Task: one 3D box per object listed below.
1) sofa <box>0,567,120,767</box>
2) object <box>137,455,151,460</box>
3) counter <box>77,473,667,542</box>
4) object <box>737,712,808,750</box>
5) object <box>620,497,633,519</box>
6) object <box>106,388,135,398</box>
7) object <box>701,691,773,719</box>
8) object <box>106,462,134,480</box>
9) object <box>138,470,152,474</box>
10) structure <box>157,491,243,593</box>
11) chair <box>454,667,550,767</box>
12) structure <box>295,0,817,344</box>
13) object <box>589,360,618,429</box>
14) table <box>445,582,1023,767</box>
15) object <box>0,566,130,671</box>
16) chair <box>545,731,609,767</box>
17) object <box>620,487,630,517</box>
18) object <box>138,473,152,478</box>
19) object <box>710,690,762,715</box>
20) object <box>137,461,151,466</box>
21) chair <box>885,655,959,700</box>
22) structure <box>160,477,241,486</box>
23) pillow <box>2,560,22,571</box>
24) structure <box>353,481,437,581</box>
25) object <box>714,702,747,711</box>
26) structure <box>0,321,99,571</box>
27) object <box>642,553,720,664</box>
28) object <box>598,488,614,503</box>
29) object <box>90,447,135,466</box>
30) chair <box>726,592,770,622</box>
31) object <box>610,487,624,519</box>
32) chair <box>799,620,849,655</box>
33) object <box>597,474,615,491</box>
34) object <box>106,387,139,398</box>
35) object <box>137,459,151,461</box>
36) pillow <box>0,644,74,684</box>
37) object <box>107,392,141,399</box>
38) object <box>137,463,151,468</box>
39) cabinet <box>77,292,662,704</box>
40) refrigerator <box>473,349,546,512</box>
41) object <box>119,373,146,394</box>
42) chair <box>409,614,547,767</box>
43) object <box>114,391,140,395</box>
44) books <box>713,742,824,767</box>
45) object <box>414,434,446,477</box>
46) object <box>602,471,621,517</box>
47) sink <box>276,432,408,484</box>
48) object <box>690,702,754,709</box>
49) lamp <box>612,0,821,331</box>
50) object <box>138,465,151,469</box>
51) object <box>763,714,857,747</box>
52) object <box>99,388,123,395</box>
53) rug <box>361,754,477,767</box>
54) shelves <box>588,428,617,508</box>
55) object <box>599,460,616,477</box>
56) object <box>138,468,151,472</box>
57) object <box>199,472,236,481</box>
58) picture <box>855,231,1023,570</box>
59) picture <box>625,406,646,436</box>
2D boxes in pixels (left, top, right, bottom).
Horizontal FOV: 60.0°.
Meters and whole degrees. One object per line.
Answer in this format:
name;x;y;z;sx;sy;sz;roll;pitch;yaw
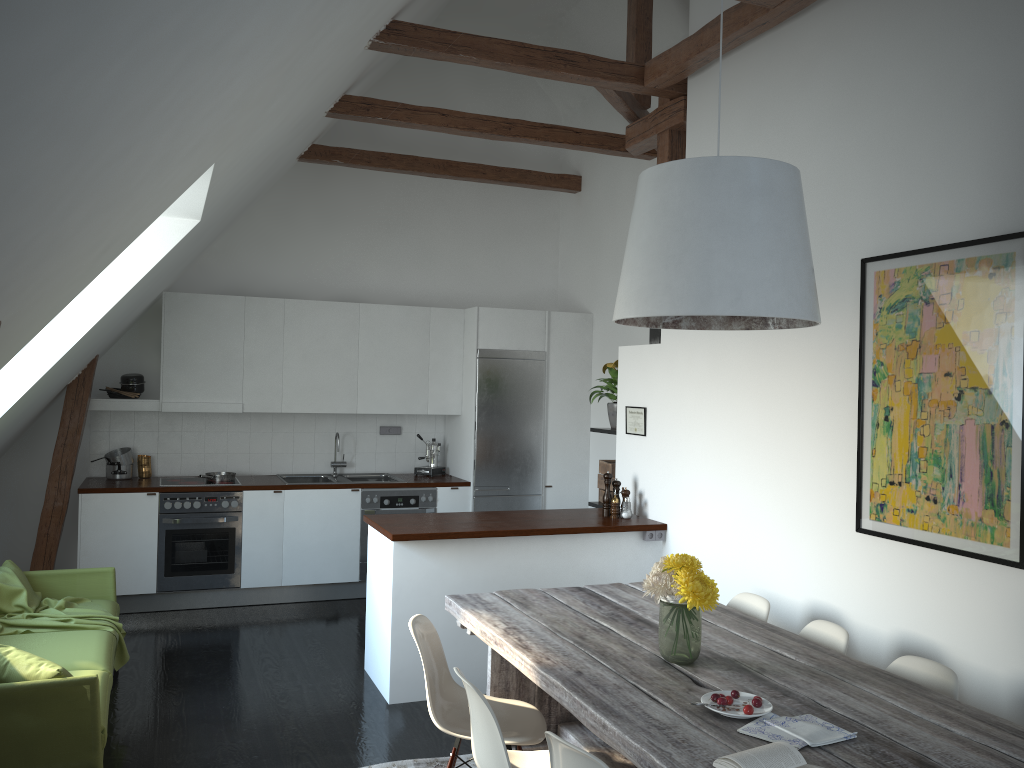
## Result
sofa;-2.308;1.256;4.065;0.898;0.825;2.093;2;0;-23
object;-2.896;0.584;6.984;0.100;0.047;0.099;2;0;-26
counter;-1.202;0.802;6.118;3.365;0.038;3.085;2;0;-22
object;0.742;0.952;2.440;0.185;0.014;0.182;1;0;43
object;0.709;0.764;5.481;0.069;0.135;0.069;1;0;43
object;-2.985;0.068;6.747;0.332;0.065;0.065;1;0;36
object;0.658;0.946;2.600;0.205;0.024;0.205;2;0;-30
object;-2.999;0.659;6.838;0.200;0.154;0.348;2;0;-42
object;-2.894;0.699;6.989;0.100;0.048;0.099;1;0;-3
structure;-2.417;1.161;6.847;0.583;0.725;0.749;2;0;-22
chair;0.072;1.326;2.900;0.542;0.801;0.465;2;0;-21
structure;4.130;-1.933;0.937;10.230;3.562;15.910;2;0;-16
object;0.787;0.073;6.258;0.493;0.486;0.506;1;0;-2
table;0.651;1.348;3.048;1.141;0.788;2.421;2;0;-22
object;-2.427;1.232;4.699;0.722;0.493;0.711;2;0;-26
chair;0.347;1.332;2.449;0.542;0.801;0.465;2;0;-36
object;0.710;0.740;5.556;0.058;0.184;0.058;2;0;-25
object;-2.894;0.721;6.991;0.100;0.036;0.100;2;0;-25
object;0.667;0.934;2.615;0.144;0.034;0.132;1;0;40
object;-2.898;0.621;6.985;0.100;0.036;0.100;1;0;35
chair;1.211;1.355;2.968;0.542;0.801;0.465;2;0;-26
structure;-2.405;0.769;6.833;0.574;0.041;0.504;2;0;-22
pillow;-2.669;1.113;4.735;0.210;0.275;0.462;2;0;-24
structure;-0.995;1.194;7.316;0.612;0.725;0.582;2;0;-22
object;0.643;0.942;2.593;0.110;0.011;0.058;2;0;-18
structure;-1.275;0.722;0.630;1.023;1.963;12.350;2;0;-21
object;0.585;0.772;3.071;0.293;0.365;0.233;1;0;39
object;0.806;0.791;6.207;0.329;0.101;0.287;1;0;-12
object;-3.098;0.578;6.831;0.203;0.169;0.371;1;0;41
chair;0.852;1.348;3.912;0.542;0.801;0.465;2;0;-21
object;0.648;0.734;5.502;0.080;0.192;0.058;2;0;-38
chair;1.025;1.351;3.471;0.542;0.801;0.465;2;0;-16
object;0.808;0.692;6.208;0.287;0.101;0.329;2;0;-27
object;-2.977;0.061;6.761;0.331;0.077;0.061;1;0;27
object;-2.898;0.604;6.985;0.100;0.036;0.100;1;0;7
pillow;-1.927;1.069;3.387;0.600;0.387;0.475;2;0;-24
object;-2.968;0.085;6.811;0.243;0.056;0.350;2;0;-33
object;-2.899;0.639;6.989;0.099;0.057;0.101;1;0;-10
cabinet;-0.803;0.533;6.300;4.208;2.369;3.033;2;0;-21
refrigerator;-0.026;0.650;7.412;0.609;1.868;0.031;2;0;-22
object;-2.947;0.000;6.886;0.200;0.166;0.190;1;0;31
chair;-0.136;1.322;3.439;0.542;0.801;0.465;1;0;4
object;-2.968;0.064;6.812;0.335;0.031;0.065;1;0;26
books;0.654;0.937;2.163;0.202;0.042;0.251;2;0;-33
object;-0.733;0.613;7.720;0.206;0.370;0.353;1;0;25
object;0.629;0.689;5.584;0.123;0.283;0.061;2;0;-22
sink;-1.408;0.670;7.304;0.963;0.519;0.671;2;0;-22
object;0.610;0.934;2.574;0.194;0.022;0.019;1;0;-6
lamp;0.745;-1.612;3.079;0.697;2.813;0.757;1;0;28
object;-2.898;0.661;6.990;0.099;0.043;0.100;2;0;-34
object;0.826;0.953;2.455;0.182;0.016;0.179;2;0;-27
object;-3.049;0.068;6.820;0.244;0.075;0.357;1;0;39
rug;0.659;1.734;3.034;1.898;0.022;2.677;2;0;-22
shelves;0.928;0.596;6.218;0.660;0.553;0.408;2;0;-22
object;0.810;0.590;6.218;0.329;0.101;0.287;1;0;-12
object;-2.896;0.682;6.989;0.099;0.051;0.099;2;0;-36
object;-2.337;0.721;6.948;0.232;0.061;0.351;1;0;42
picture;1.655;0.053;3.461;0.036;1.181;0.808;2;0;-22
picture;0.793;0.236;5.671;0.023;0.182;0.250;2;0;-22
